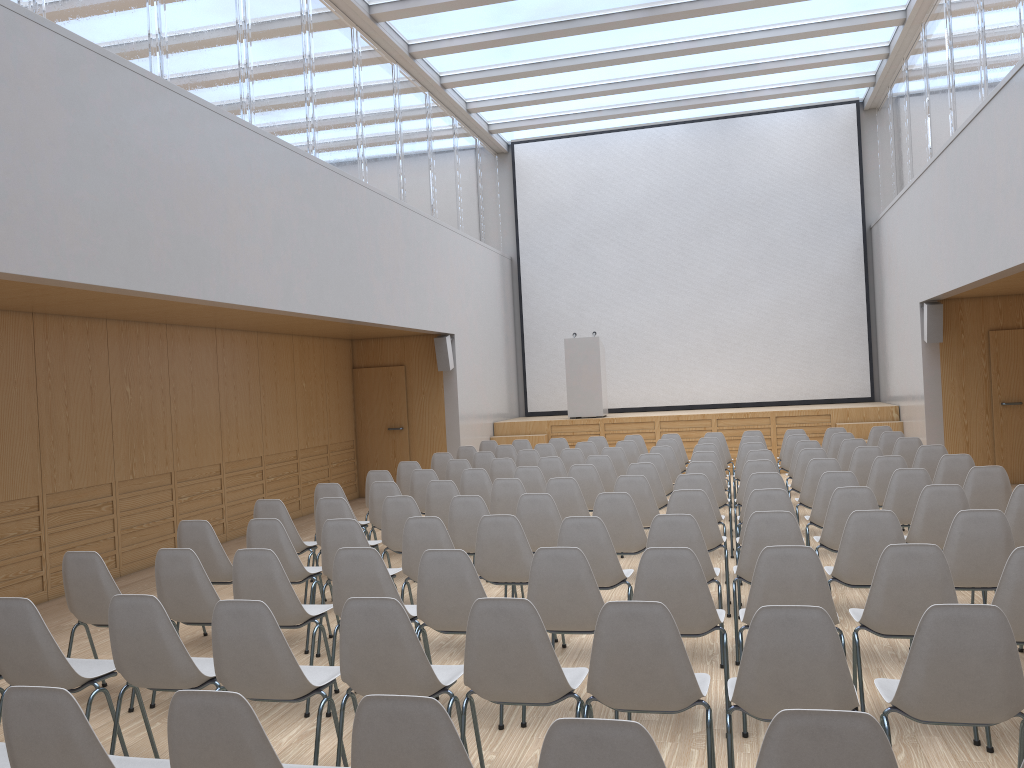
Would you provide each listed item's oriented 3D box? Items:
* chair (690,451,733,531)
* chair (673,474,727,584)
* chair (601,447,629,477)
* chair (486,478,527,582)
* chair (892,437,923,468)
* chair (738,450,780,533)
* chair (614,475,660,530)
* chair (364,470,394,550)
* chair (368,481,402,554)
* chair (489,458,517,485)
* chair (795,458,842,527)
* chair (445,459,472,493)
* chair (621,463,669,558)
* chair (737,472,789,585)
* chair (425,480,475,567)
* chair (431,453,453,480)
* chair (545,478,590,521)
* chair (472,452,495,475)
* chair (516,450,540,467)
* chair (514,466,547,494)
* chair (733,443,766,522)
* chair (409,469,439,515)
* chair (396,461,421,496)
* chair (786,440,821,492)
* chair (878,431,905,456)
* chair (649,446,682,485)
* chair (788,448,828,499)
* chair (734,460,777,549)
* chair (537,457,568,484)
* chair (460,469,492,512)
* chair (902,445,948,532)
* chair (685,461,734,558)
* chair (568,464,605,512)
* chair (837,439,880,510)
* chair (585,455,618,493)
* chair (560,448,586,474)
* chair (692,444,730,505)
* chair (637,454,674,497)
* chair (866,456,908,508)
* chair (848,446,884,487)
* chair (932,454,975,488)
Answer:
[{"bbox_3d":[2.019,1.113,9.172,0.479,0.876,0.505,-3,0,14],"label":"chair"},{"bbox_3d":[1.497,1.140,7.213,0.479,0.876,0.505,-3,0,14],"label":"chair"},{"bbox_3d":[1.231,1.155,10.375,0.479,0.876,0.505,-3,0,14],"label":"chair"},{"bbox_3d":[0.042,1.216,7.611,0.479,0.876,0.505,-3,0,14],"label":"chair"},{"bbox_3d":[4.271,0.996,9.603,0.479,0.876,0.505,-3,0,14],"label":"chair"},{"bbox_3d":[2.534,1.086,9.012,0.479,0.876,0.505,-3,0,14],"label":"chair"},{"bbox_3d":[1.040,1.164,7.348,0.479,0.876,0.505,-3,0,14],"label":"chair"},{"bbox_3d":[-1.231,1.283,8.966,0.479,0.876,0.505,-3,0,14],"label":"chair"},{"bbox_3d":[-1.021,1.272,7.871,0.479,0.876,0.505,-3,0,14],"label":"chair"},{"bbox_3d":[-0.021,1.220,9.661,0.479,0.876,0.505,-3,0,14],"label":"chair"},{"bbox_3d":[2.765,1.074,7.881,0.479,0.876,0.505,-3,0,14],"label":"chair"},{"bbox_3d":[-0.500,1.245,9.802,0.479,0.876,0.505,-3,0,14],"label":"chair"},{"bbox_3d":[1.263,1.153,8.323,0.479,0.876,0.505,-3,0,14],"label":"chair"},{"bbox_3d":[2.024,1.112,7.037,0.479,0.876,0.505,-3,0,14],"label":"chair"},{"bbox_3d":[-0.515,1.245,7.724,0.479,0.876,0.505,-3,0,14],"label":"chair"},{"bbox_3d":[-0.761,1.259,10.900,0.479,0.876,0.505,-3,0,14],"label":"chair"},{"bbox_3d":[0.487,1.193,7.427,0.479,0.876,0.505,-3,0,14],"label":"chair"},{"bbox_3d":[-0.252,1.233,10.710,0.479,0.876,0.505,-3,0,14],"label":"chair"},{"bbox_3d":[0.266,1.205,10.649,0.479,0.876,0.505,-3,0,14],"label":"chair"},{"bbox_3d":[0.229,1.207,8.566,0.479,0.876,0.505,-3,0,14],"label":"chair"},{"bbox_3d":[2.721,1.077,9.955,0.479,0.876,0.505,-3,0,14],"label":"chair"},{"bbox_3d":[-0.776,1.259,8.822,0.479,0.876,0.505,-3,0,14],"label":"chair"},{"bbox_3d":[-1.042,1.274,9.879,0.479,0.876,0.505,-3,0,14],"label":"chair"},{"bbox_3d":[3.287,1.047,9.853,0.479,0.876,0.505,-3,0,14],"label":"chair"},{"bbox_3d":[4.498,0.984,10.535,0.479,0.876,0.505,-3,0,14],"label":"chair"},{"bbox_3d":[1.754,1.127,10.158,0.479,0.876,0.505,-3,0,14],"label":"chair"},{"bbox_3d":[3.007,1.062,8.872,0.479,0.876,0.505,-3,0,14],"label":"chair"},{"bbox_3d":[2.252,1.101,8.032,0.479,0.876,0.505,-3,0,14],"label":"chair"},{"bbox_3d":[0.478,1.194,9.493,0.479,0.876,0.505,-3,0,14],"label":"chair"},{"bbox_3d":[-0.273,1.233,8.610,0.479,0.876,0.505,-3,0,14],"label":"chair"},{"bbox_3d":[4.037,1.008,8.589,0.479,0.876,0.505,-3,0,14],"label":"chair"},{"bbox_3d":[1.777,1.126,8.173,0.479,0.876,0.505,-3,0,14],"label":"chair"},{"bbox_3d":[0.736,1.180,8.466,0.479,0.876,0.505,-3,0,14],"label":"chair"},{"bbox_3d":[3.752,1.023,9.764,0.479,0.876,0.505,-3,0,14],"label":"chair"},{"bbox_3d":[0.973,1.168,9.389,0.479,0.876,0.505,-3,0,14],"label":"chair"},{"bbox_3d":[0.767,1.179,10.473,0.479,0.876,0.505,-3,0,14],"label":"chair"},{"bbox_3d":[2.241,1.102,10.137,0.479,0.876,0.505,-3,0,14],"label":"chair"},{"bbox_3d":[1.489,1.141,9.236,0.479,0.876,0.505,-3,0,14],"label":"chair"},{"bbox_3d":[3.302,1.046,7.805,0.479,0.876,0.505,-3,0,14],"label":"chair"},{"bbox_3d":[3.513,1.035,8.793,0.479,0.876,0.505,-3,0,14],"label":"chair"},{"bbox_3d":[3.800,1.020,7.659,0.479,0.876,0.505,-3,0,14],"label":"chair"}]
